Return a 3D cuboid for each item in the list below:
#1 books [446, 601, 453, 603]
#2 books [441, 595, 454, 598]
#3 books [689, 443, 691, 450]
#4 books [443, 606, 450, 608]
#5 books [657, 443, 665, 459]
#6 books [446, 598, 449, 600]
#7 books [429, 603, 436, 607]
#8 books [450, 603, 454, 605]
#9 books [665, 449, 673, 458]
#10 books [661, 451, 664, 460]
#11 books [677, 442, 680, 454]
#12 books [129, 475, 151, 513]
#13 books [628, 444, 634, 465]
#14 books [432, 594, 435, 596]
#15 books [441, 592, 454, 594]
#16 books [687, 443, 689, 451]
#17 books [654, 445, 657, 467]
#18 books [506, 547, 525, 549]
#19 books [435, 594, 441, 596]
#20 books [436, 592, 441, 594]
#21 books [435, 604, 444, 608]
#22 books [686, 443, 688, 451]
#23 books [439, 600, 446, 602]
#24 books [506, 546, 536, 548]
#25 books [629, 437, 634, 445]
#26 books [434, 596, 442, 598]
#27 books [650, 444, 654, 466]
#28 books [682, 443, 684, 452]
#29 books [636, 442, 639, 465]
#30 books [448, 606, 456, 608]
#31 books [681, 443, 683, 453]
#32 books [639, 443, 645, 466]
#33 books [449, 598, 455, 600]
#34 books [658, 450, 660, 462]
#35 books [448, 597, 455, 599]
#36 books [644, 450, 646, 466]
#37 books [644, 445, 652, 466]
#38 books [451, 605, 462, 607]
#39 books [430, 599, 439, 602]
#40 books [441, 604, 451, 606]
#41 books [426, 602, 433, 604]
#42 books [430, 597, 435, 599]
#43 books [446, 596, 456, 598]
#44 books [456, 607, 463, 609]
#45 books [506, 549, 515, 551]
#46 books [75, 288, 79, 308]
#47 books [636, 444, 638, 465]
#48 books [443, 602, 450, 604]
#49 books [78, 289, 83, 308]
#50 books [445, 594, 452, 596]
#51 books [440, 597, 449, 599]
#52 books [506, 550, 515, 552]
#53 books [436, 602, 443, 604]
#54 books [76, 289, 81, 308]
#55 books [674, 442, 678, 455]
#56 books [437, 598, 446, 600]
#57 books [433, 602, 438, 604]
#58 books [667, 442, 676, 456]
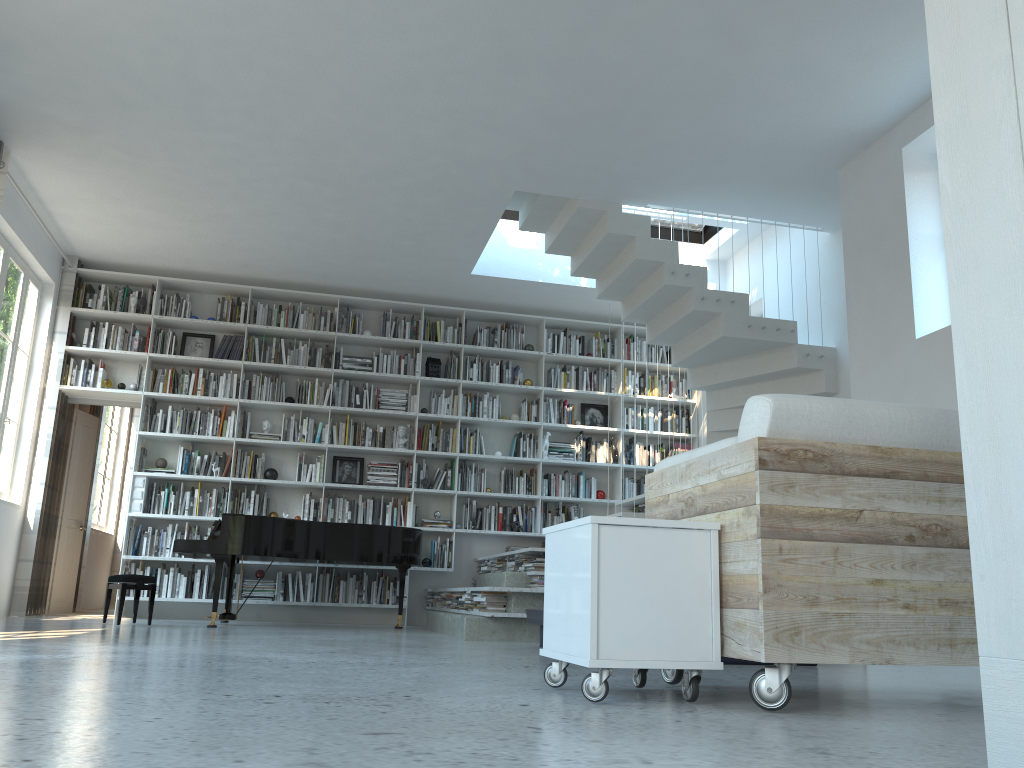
[{"bbox_3d":[-0.431,1.779,7.225,0.182,0.013,0.288,5,-14,-11],"label":"books"},{"bbox_3d":[-0.506,1.805,7.528,0.182,0.016,0.199,4,-14,-8],"label":"books"},{"bbox_3d":[1.854,0.784,9.394,0.018,0.292,0.169,5,-14,-12],"label":"books"},{"bbox_3d":[-0.493,1.892,7.511,0.157,0.014,0.180,6,-14,-15],"label":"books"},{"bbox_3d":[1.570,0.772,9.349,0.026,0.277,0.170,5,-14,-12],"label":"books"},{"bbox_3d":[-0.482,1.830,7.528,0.140,0.013,0.181,4,-14,-9],"label":"books"},{"bbox_3d":[-0.644,2.023,8.100,0.189,0.030,0.238,5,-14,-12],"label":"books"},{"bbox_3d":[-0.414,1.794,7.225,0.130,0.014,0.250,6,-14,-17],"label":"books"},{"bbox_3d":[1.627,0.807,9.343,0.088,0.216,0.167,5,-14,-12],"label":"books"},{"bbox_3d":[1.550,0.811,9.307,0.024,0.180,0.191,5,-14,-12],"label":"books"},{"bbox_3d":[1.731,0.772,9.363,0.018,0.292,0.169,5,-14,-12],"label":"books"},{"bbox_3d":[-3.376,1.018,8.059,0.106,0.339,0.307,5,-14,-12],"label":"books"},{"bbox_3d":[1.240,0.757,9.258,0.022,0.242,0.171,5,-14,-12],"label":"books"},{"bbox_3d":[-0.682,2.004,8.404,0.133,0.017,0.231,5,-14,-11],"label":"books"},{"bbox_3d":[-0.495,1.778,7.536,0.174,0.011,0.228,5,-14,-13],"label":"books"},{"bbox_3d":[1.834,0.784,9.400,0.018,0.292,0.169,5,-14,-12],"label":"books"},{"bbox_3d":[1.487,0.778,9.335,0.012,0.253,0.161,5,-14,-12],"label":"books"},{"bbox_3d":[0.125,1.637,8.811,0.346,0.007,0.194,5,-14,-14],"label":"books"},{"bbox_3d":[-0.617,1.934,8.126,0.135,0.014,0.298,5,-14,-11],"label":"books"},{"bbox_3d":[-0.621,1.917,8.129,0.137,0.018,0.201,4,-14,-8],"label":"books"},{"bbox_3d":[-0.575,1.955,7.806,0.177,0.026,0.231,4,-14,-9],"label":"books"},{"bbox_3d":[1.818,0.782,9.391,0.018,0.292,0.169,5,-14,-12],"label":"books"},{"bbox_3d":[-0.555,1.917,7.820,0.147,0.012,0.206,5,-14,-11],"label":"books"},{"bbox_3d":[0.125,1.630,8.813,0.346,0.007,0.194,4,-14,-10],"label":"books"},{"bbox_3d":[1.253,0.724,9.288,0.012,0.321,0.142,5,-13,-12],"label":"books"},{"bbox_3d":[-0.573,1.883,7.823,0.180,0.015,0.295,5,-14,-14],"label":"books"},{"bbox_3d":[1.447,0.770,9.319,0.029,0.258,0.172,5,-14,-12],"label":"books"},{"bbox_3d":[1.782,0.779,9.384,0.018,0.292,0.169,5,-14,-12],"label":"books"},{"bbox_3d":[1.296,0.753,9.283,0.022,0.265,0.157,5,-14,-12],"label":"books"},{"bbox_3d":[-0.430,1.817,7.216,0.161,0.008,0.255,4,-14,-8],"label":"books"},{"bbox_3d":[1.763,0.778,9.384,0.018,0.292,0.169,5,-14,-12],"label":"books"},{"bbox_3d":[1.337,0.756,9.280,0.056,0.261,0.177,5,-14,-12],"label":"books"},{"bbox_3d":[-0.417,1.757,7.233,0.155,0.009,0.298,5,-14,-11],"label":"books"},{"bbox_3d":[1.523,0.806,9.344,0.014,0.206,0.138,5,-14,-12],"label":"books"},{"bbox_3d":[-0.421,1.748,7.234,0.169,0.009,0.242,5,-14,-12],"label":"books"},{"bbox_3d":[1.374,0.794,9.280,0.023,0.189,0.170,5,-14,-12],"label":"books"},{"bbox_3d":[1.424,0.772,9.303,0.022,0.246,0.181,5,-14,-12],"label":"books"},{"bbox_3d":[-0.369,1.736,6.922,0.189,0.009,0.291,4,-14,-9],"label":"books"},{"bbox_3d":[-0.650,1.983,8.107,0.191,0.028,0.213,4,-14,-8],"label":"books"},{"bbox_3d":[-0.496,1.871,7.515,0.159,0.012,0.293,6,-14,-15],"label":"books"},{"bbox_3d":[-0.712,2.074,8.381,0.179,0.012,0.262,4,-14,-9],"label":"books"},{"bbox_3d":[-0.687,2.030,8.397,0.136,0.013,0.258,5,-14,-14],"label":"books"},{"bbox_3d":[-0.429,1.736,7.235,0.165,0.014,0.236,6,-14,-17],"label":"books"},{"bbox_3d":[-0.349,1.754,6.923,0.142,0.012,0.292,4,-14,-8],"label":"books"},{"bbox_3d":[0.126,1.657,8.798,0.346,0.007,0.194,6,-14,-17],"label":"books"},{"bbox_3d":[-4.076,-0.766,8.317,0.014,0.218,0.188,5,-14,-12],"label":"books"},{"bbox_3d":[1.275,0.758,9.265,0.026,0.245,0.181,5,-14,-12],"label":"books"},{"bbox_3d":[-0.491,1.860,7.519,0.165,0.012,0.205,5,-14,-12],"label":"books"},{"bbox_3d":[-4.038,-0.762,8.338,0.023,0.222,0.151,5,-14,-12],"label":"books"},{"bbox_3d":[-0.431,1.723,7.237,0.179,0.012,0.250,6,-14,-15],"label":"books"},{"bbox_3d":[-0.500,1.818,7.526,0.169,0.009,0.242,6,-14,-16],"label":"books"},{"bbox_3d":[0.124,1.666,8.805,0.346,0.007,0.194,4,-14,-10],"label":"books"},{"bbox_3d":[-0.567,1.936,7.812,0.172,0.014,0.221,5,-14,-11],"label":"books"},{"bbox_3d":[-4.063,-0.764,8.343,0.024,0.227,0.130,5,-14,-12],"label":"books"},{"bbox_3d":[1.704,0.773,9.371,0.033,0.293,0.169,5,-14,-12],"label":"books"},{"bbox_3d":[-0.570,1.900,7.820,0.171,0.020,0.194,4,-14,-8],"label":"books"},{"bbox_3d":[-0.631,2.004,8.107,0.147,0.012,0.206,6,-14,-17],"label":"books"},{"bbox_3d":[1.667,0.773,9.362,0.072,0.291,0.169,5,-14,-12],"label":"books"}]
